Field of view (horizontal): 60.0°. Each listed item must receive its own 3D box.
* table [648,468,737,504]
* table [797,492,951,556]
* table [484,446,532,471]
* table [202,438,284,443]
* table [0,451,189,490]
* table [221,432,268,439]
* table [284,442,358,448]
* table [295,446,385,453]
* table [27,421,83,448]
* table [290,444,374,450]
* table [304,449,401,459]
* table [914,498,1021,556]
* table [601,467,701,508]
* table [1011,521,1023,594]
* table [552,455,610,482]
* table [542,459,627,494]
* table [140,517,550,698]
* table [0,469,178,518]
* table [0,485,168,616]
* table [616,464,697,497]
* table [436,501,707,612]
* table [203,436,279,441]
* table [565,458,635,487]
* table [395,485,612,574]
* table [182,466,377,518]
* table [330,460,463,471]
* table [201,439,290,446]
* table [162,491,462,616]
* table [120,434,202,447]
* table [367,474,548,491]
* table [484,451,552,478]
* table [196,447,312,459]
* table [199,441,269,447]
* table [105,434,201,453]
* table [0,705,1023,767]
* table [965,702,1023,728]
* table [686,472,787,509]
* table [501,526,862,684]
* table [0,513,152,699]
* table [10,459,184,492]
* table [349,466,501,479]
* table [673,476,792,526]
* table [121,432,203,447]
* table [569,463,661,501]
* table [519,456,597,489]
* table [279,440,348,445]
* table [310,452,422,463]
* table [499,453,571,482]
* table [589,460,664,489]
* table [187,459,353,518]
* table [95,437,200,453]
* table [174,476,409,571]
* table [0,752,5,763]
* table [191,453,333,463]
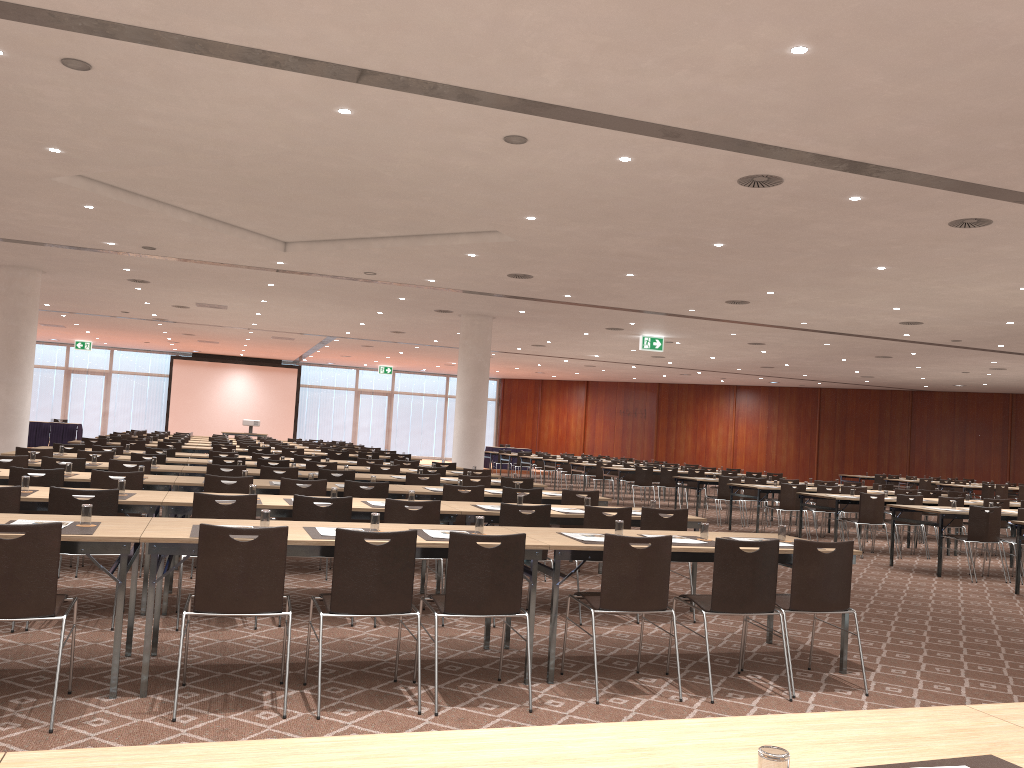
[{"bbox_3d":[4.831,2.697,23.646,2.267,0.832,0.953,5,-3,-18],"label":"table"},{"bbox_3d":[5.694,2.200,13.925,2.267,0.832,0.953,5,-3,-18],"label":"table"},{"bbox_3d":[-0.141,2.848,33.819,1.713,0.832,1.042,5,-3,-18],"label":"table"},{"bbox_3d":[-7.840,2.047,25.755,2.267,0.832,0.953,5,-3,-18],"label":"table"},{"bbox_3d":[-5.708,1.412,12.241,2.267,0.832,0.953,5,-3,-18],"label":"table"},{"bbox_3d":[-9.315,2.119,30.787,1.540,0.832,0.953,5,-3,-18],"label":"table"},{"bbox_3d":[-5.692,2.218,26.469,2.267,0.832,0.953,5,-3,-18],"label":"table"},{"bbox_3d":[-4.423,2.080,22.677,2.267,0.832,0.953,5,-3,-18],"label":"table"},{"bbox_3d":[-14.972,1.669,28.889,1.713,0.832,1.042,5,-3,-18],"label":"table"},{"bbox_3d":[-5.057,2.149,24.573,2.267,0.832,0.953,5,-3,-18],"label":"table"},{"bbox_3d":[-3.789,2.012,20.781,2.267,0.832,0.953,5,-3,-18],"label":"table"},{"bbox_3d":[7.843,2.371,14.639,2.267,0.832,0.953,5,-3,-18],"label":"table"},{"bbox_3d":[3.317,2.458,21.036,2.267,0.832,0.953,5,-3,-18],"label":"table"},{"bbox_3d":[6.963,2.063,10.133,2.267,0.832,0.953,5,-3,-18],"label":"table"},{"bbox_3d":[2.295,2.972,31.231,2.267,0.832,0.953,5,-3,-18],"label":"table"},{"bbox_3d":[2.048,2.595,24.828,2.267,0.832,0.953,5,-3,-18],"label":"table"},{"bbox_3d":[-1.024,1.308,5.371,2.267,0.832,0.953,5,-3,-18],"label":"table"},{"bbox_3d":[-4.440,1.275,8.449,2.267,0.832,0.953,5,-3,-18],"label":"table"},{"bbox_3d":[-3.806,1.206,6.553,2.267,0.832,0.953,5,-3,-18],"label":"table"},{"bbox_3d":[4.197,2.766,25.542,2.267,0.832,0.953,5,-3,-18],"label":"table"},{"bbox_3d":[0.491,1.548,7.981,2.267,0.832,0.953,5,-3,-18],"label":"table"},{"bbox_3d":[-8.474,2.116,27.651,2.267,0.832,0.953,5,-3,-18],"label":"table"},{"bbox_3d":[2.929,2.904,29.335,2.267,0.832,0.953,5,-3,-18],"label":"table"},{"bbox_3d":[-0.143,1.617,9.877,2.267,0.832,0.953,5,-3,-18],"label":"table"},{"bbox_3d":[-2.926,1.515,11.059,2.267,0.832,0.953,5,-3,-18],"label":"table"},{"bbox_3d":[-2.046,1.823,15.566,2.267,0.832,0.953,5,-3,-18],"label":"table"},{"bbox_3d":[-7.206,1.978,23.859,2.267,0.832,0.953,5,-3,-18],"label":"table"},{"bbox_3d":[-1.658,1.377,7.267,2.267,0.832,0.953,5,-3,-18],"label":"table"},{"bbox_3d":[-9.989,1.876,25.041,2.267,0.832,0.953,5,-3,-18],"label":"table"},{"bbox_3d":[-0.777,1.685,11.774,2.267,0.832,0.953,5,-3,-18],"label":"table"},{"bbox_3d":[0.146,2.801,30.517,2.267,0.832,0.953,5,-3,-18],"label":"table"},{"bbox_3d":[-5.304,1.772,18.170,2.267,0.832,0.953,5,-3,-18],"label":"table"},{"bbox_3d":[-6.572,1.910,21.963,2.267,0.832,0.953,5,-3,-18],"label":"table"},{"bbox_3d":[-9.354,1.807,23.145,2.267,0.832,0.953,5,-3,-18],"label":"table"},{"bbox_3d":[0.258,1.170,1.537,2.267,0.832,0.953,5,-3,-18],"label":"table"},{"bbox_3d":[2.407,1.340,2.252,2.267,0.832,0.953,5,-3,-18],"label":"table"},{"bbox_3d":[5.465,2.629,21.750,2.267,0.832,0.953,5,-3,-18],"label":"table"},{"bbox_3d":[1.125,1.479,6.085,2.267,0.832,0.953,5,-3,-18],"label":"table"},{"bbox_3d":[-3.172,1.138,4.657,2.267,0.832,0.953,5,-3,-18],"label":"table"},{"bbox_3d":[-5.074,1.344,10.345,2.267,0.832,0.953,5,-3,-18],"label":"table"},{"bbox_3d":[-1.411,1.754,13.670,2.267,0.832,0.953,5,-3,-18],"label":"table"},{"bbox_3d":[4.426,2.338,17.717,2.267,0.832,0.953,5,-3,-18],"label":"table"},{"bbox_3d":[-10.623,1.945,26.937,2.267,0.832,0.953,5,-3,-18],"label":"table"},{"bbox_3d":[2.682,2.527,22.932,2.267,0.832,0.953,5,-3,-18],"label":"table"},{"bbox_3d":[1.414,2.664,26.724,2.267,0.832,0.953,5,-3,-18],"label":"table"},{"bbox_3d":[-6.326,2.287,28.365,2.267,0.832,0.953,5,-3,-18],"label":"table"},{"bbox_3d":[-3.155,1.943,18.884,2.267,0.832,0.953,5,-3,-18],"label":"table"},{"bbox_3d":[0.780,2.733,28.621,2.267,0.832,0.953,5,-3,-18],"label":"table"},{"bbox_3d":[3.563,2.835,27.439,2.267,0.832,0.953,5,-3,-18],"label":"table"},{"bbox_3d":[-3.560,1.583,12.956,2.267,0.832,0.953,5,-3,-18],"label":"table"},{"bbox_3d":[-8.720,1.739,21.248,2.267,0.832,0.953,5,-3,-18],"label":"table"},{"bbox_3d":[-2.292,1.446,9.163,2.267,0.832,0.953,5,-3,-18],"label":"table"},{"bbox_3d":[-1.890,0.999,0.823,2.267,0.832,0.953,5,-3,-18],"label":"table"},{"bbox_3d":[-4.194,1.652,14.852,2.267,0.832,0.953,5,-3,-18],"label":"table"}]
